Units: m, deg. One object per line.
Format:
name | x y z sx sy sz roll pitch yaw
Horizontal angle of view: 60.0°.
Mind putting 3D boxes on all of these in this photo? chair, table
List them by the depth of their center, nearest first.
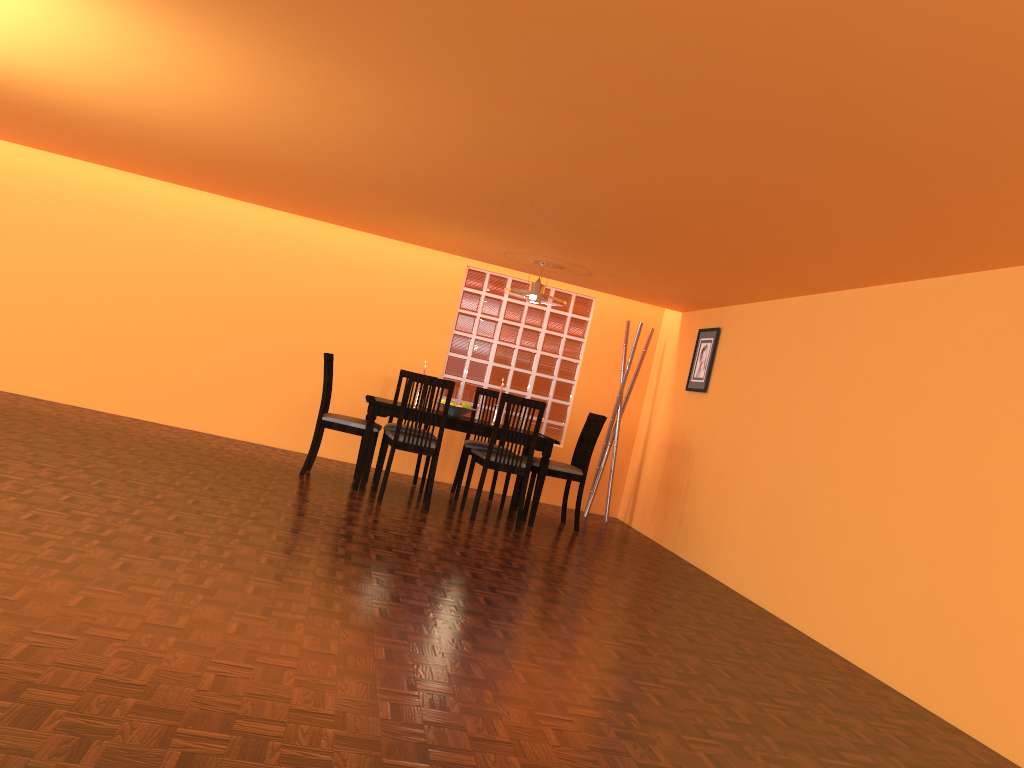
chair | -0.602 0.344 5.537 0.373 0.809 0.465 13 -1 -10
chair | -0.048 0.472 5.637 0.373 0.809 0.465 13 -1 -10
chair | -1.091 0.236 5.835 0.465 0.809 0.373 13 -1 -5
table | -0.417 0.506 5.932 1.259 0.584 0.697 13 -1 -10
chair | 0.314 0.559 6.082 0.465 0.809 0.373 13 -1 -15
chair | -0.733 0.322 6.291 0.373 0.809 0.465 13 -1 -10
chair | -0.179 0.449 6.392 0.373 0.809 0.465 13 -1 -10

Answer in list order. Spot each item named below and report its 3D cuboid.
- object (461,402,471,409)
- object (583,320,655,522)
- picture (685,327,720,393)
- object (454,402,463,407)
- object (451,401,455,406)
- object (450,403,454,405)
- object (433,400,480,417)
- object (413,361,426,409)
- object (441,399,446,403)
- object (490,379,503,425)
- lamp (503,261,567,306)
object | -0.308 0.158 5.957 0.069 0.066 0.069 13 -1 0
object | 0.833 0.290 6.974 0.226 1.589 0.308 13 -1 12
picture | 1.336 -0.168 6.223 0.014 0.456 0.361 13 -1 -10
object | -0.351 0.161 5.889 0.066 0.070 0.055 13 -1 -29
object | -0.413 0.155 5.966 0.087 0.076 0.089 13 -1 -4
object | -0.409 0.147 5.870 0.055 0.046 0.046 12 -1 43
object | -0.385 0.177 5.941 0.337 0.072 0.337 13 -1 -44
object | -0.594 -0.002 5.816 0.044 0.326 0.044 13 -1 -21
object | -0.453 0.125 5.885 0.055 0.046 0.046 13 -1 -27
object | -0.089 0.115 5.994 0.044 0.326 0.044 13 -1 -21
lamp | 0.178 -0.684 6.001 0.435 0.274 0.435 13 -1 12
